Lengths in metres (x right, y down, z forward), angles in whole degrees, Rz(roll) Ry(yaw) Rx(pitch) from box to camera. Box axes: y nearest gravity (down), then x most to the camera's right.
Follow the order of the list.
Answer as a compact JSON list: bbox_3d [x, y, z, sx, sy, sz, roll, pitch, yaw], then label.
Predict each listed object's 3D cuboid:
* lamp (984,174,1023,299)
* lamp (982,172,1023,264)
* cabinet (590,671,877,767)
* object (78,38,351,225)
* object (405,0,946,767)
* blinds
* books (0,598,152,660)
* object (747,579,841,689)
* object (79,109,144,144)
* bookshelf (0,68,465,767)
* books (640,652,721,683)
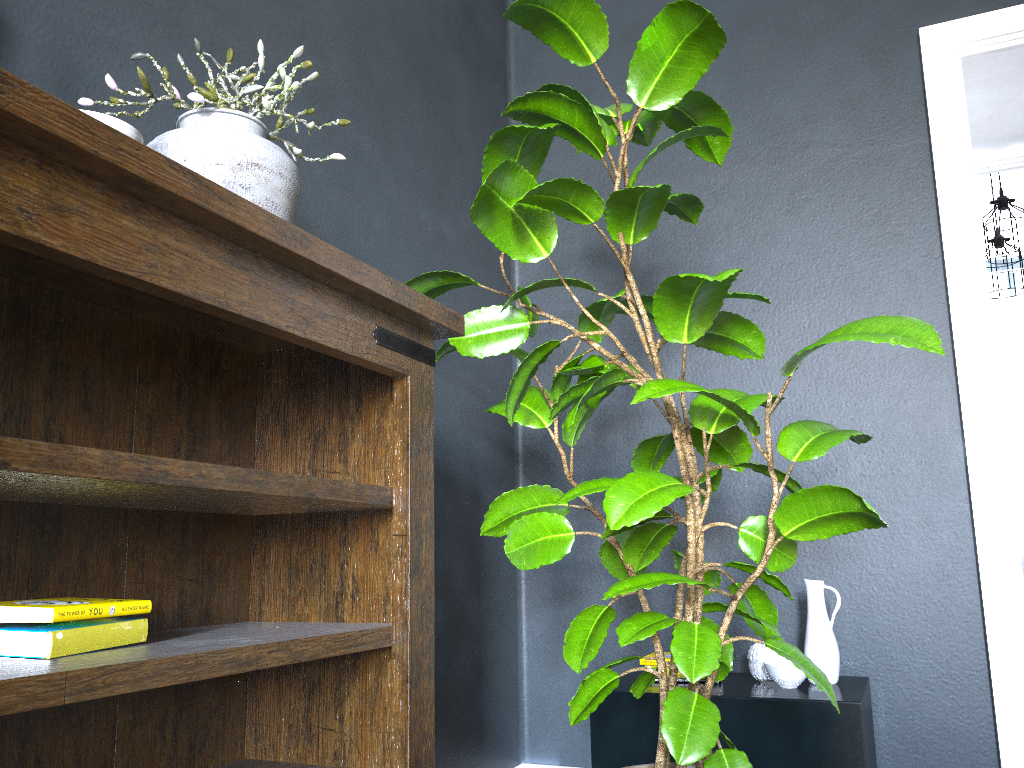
[{"bbox_3d":[2.867,-0.919,5.240,0.210,0.802,0.210,-9,-13,36],"label":"lamp"},{"bbox_3d":[2.707,-1.035,4.900,0.210,0.712,0.210,-9,-13,36],"label":"lamp"},{"bbox_3d":[0.589,0.982,2.306,0.650,0.389,0.457,-6,-12,23],"label":"cabinet"},{"bbox_3d":[-0.464,-0.381,1.401,0.385,0.411,0.276,-1,-11,2],"label":"object"},{"bbox_3d":[0.227,0.130,1.816,1.118,1.893,0.765,-4,-11,17],"label":"object"},{"bbox_3d":[3.832,0.516,6.412,3.995,2.781,0.313,-6,-12,23],"label":"blinds"},{"bbox_3d":[-0.557,0.331,1.122,0.174,0.113,0.197,-4,-11,12],"label":"books"},{"bbox_3d":[0.715,0.652,2.344,0.229,0.267,0.229,6,-13,-32],"label":"object"},{"bbox_3d":[-0.579,-0.291,1.062,0.255,0.103,0.118,1,-11,-11],"label":"object"},{"bbox_3d":[-0.670,0.303,0.781,0.451,1.169,1.923,-6,-12,23],"label":"bookshelf"},{"bbox_3d":[0.468,0.778,2.433,0.215,0.065,0.162,-5,-12,19],"label":"books"}]
